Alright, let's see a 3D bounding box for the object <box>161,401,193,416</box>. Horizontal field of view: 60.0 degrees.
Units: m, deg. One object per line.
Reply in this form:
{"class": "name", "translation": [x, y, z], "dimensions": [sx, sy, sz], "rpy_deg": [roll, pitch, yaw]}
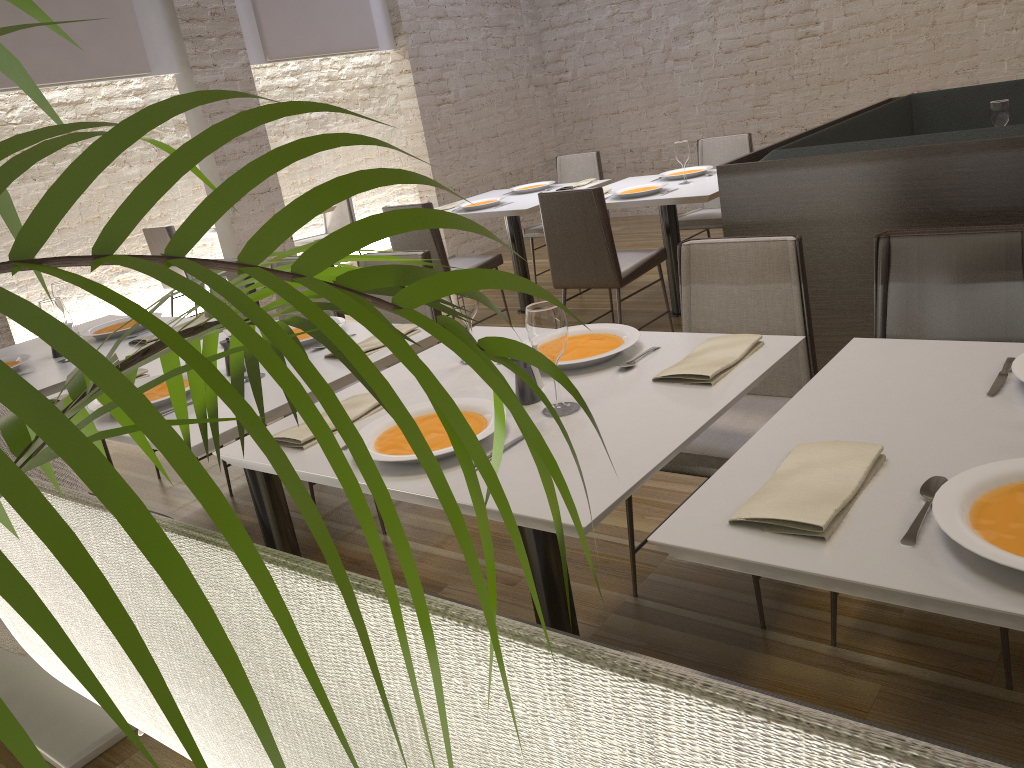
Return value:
{"class": "object", "translation": [-0.882, 0.056, 2.387], "dimensions": [0.017, 0.010, 0.187], "rpy_deg": [4, 23, 38]}

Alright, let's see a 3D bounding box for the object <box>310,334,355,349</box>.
{"class": "object", "translation": [-0.557, -0.136, 2.777], "dimensions": [0.038, 0.015, 0.183], "rpy_deg": [5, 23, 40]}

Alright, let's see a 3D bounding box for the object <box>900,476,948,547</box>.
{"class": "object", "translation": [0.566, 0.172, 1.220], "dimensions": [0.038, 0.015, 0.183], "rpy_deg": [5, 23, 40]}

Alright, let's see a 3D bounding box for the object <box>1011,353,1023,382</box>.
{"class": "object", "translation": [1.031, -0.014, 1.501], "dimensions": [0.321, 0.036, 0.326], "rpy_deg": [-4, 19, 18]}

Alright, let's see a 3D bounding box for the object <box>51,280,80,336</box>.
{"class": "object", "translation": [-1.846, -0.314, 3.694], "dimensions": [0.087, 0.228, 0.087], "rpy_deg": [-16, 17, -18]}

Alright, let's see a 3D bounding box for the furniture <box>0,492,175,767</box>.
{"class": "furniture", "translation": [-1.823, 0.370, 2.654], "dimensions": [2.587, 1.085, 0.714], "rpy_deg": [4, 22, 39]}

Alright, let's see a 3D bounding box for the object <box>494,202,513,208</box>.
{"class": "object", "translation": [-0.051, -1.095, 5.411], "dimensions": [0.017, 0.010, 0.187], "rpy_deg": [4, 23, 38]}

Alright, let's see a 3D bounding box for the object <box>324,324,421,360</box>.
{"class": "object", "translation": [-0.418, -0.126, 2.669], "dimensions": [0.143, 0.032, 0.275], "rpy_deg": [4, 23, 38]}

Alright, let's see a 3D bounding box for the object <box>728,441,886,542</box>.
{"class": "object", "translation": [0.451, 0.153, 1.339], "dimensions": [0.143, 0.032, 0.275], "rpy_deg": [4, 23, 38]}

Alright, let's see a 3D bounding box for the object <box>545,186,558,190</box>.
{"class": "object", "translation": [0.274, -1.286, 5.802], "dimensions": [0.038, 0.015, 0.183], "rpy_deg": [5, 23, 40]}

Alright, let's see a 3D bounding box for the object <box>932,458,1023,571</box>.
{"class": "object", "translation": [0.705, 0.175, 1.110], "dimensions": [0.321, 0.036, 0.326], "rpy_deg": [-4, 19, 18]}

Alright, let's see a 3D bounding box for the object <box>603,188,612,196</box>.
{"class": "object", "translation": [0.441, -1.067, 5.041], "dimensions": [0.143, 0.032, 0.275], "rpy_deg": [4, 23, 38]}

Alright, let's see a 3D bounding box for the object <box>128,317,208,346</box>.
{"class": "object", "translation": [-1.305, -0.199, 3.384], "dimensions": [0.143, 0.032, 0.275], "rpy_deg": [4, 23, 38]}

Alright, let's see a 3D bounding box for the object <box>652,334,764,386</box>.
{"class": "object", "translation": [0.441, -0.056, 1.977], "dimensions": [0.143, 0.032, 0.275], "rpy_deg": [4, 23, 38]}

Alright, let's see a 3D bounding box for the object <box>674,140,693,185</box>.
{"class": "object", "translation": [0.946, -1.222, 4.891], "dimensions": [0.087, 0.228, 0.087], "rpy_deg": [-16, 17, -18]}

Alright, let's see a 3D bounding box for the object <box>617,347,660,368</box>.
{"class": "object", "translation": [0.301, -0.065, 2.085], "dimensions": [0.038, 0.015, 0.183], "rpy_deg": [5, 23, 40]}

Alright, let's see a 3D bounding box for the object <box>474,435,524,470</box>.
{"class": "object", "translation": [-0.023, 0.126, 1.695], "dimensions": [0.017, 0.010, 0.187], "rpy_deg": [4, 23, 38]}

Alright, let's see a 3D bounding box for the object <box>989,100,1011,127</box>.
{"class": "object", "translation": [2.207, -1.162, 4.007], "dimensions": [0.086, 0.228, 0.087], "rpy_deg": [-7, 17, 11]}

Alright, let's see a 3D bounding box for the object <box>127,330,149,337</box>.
{"class": "object", "translation": [-1.444, -0.208, 3.492], "dimensions": [0.038, 0.015, 0.183], "rpy_deg": [5, 23, 40]}

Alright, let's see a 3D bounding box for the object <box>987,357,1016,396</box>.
{"class": "object", "translation": [0.892, -0.014, 1.611], "dimensions": [0.017, 0.010, 0.187], "rpy_deg": [4, 23, 38]}

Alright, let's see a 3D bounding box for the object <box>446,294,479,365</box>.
{"class": "object", "translation": [-0.115, -0.172, 2.299], "dimensions": [0.087, 0.228, 0.087], "rpy_deg": [-16, 17, -18]}

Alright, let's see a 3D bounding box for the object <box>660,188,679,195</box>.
{"class": "object", "translation": [0.837, -1.022, 4.696], "dimensions": [0.017, 0.010, 0.187], "rpy_deg": [4, 23, 38]}

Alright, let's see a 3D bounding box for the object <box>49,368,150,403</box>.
{"class": "object", "translation": [-1.278, 0.011, 2.732], "dimensions": [0.143, 0.032, 0.275], "rpy_deg": [4, 23, 38]}

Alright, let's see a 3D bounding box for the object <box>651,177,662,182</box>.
{"class": "object", "translation": [0.881, -1.234, 5.314], "dimensions": [0.017, 0.010, 0.187], "rpy_deg": [4, 23, 38]}

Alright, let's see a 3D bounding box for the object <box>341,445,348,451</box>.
{"class": "object", "translation": [-0.304, 0.101, 1.921], "dimensions": [0.038, 0.015, 0.183], "rpy_deg": [5, 23, 40]}

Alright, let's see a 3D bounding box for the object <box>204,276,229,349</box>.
{"class": "object", "translation": [-0.969, -0.242, 2.987], "dimensions": [0.087, 0.228, 0.087], "rpy_deg": [-16, 17, -18]}

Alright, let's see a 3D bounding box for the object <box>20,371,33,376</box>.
{"class": "object", "translation": [-1.769, -0.017, 3.102], "dimensions": [0.017, 0.010, 0.187], "rpy_deg": [4, 23, 38]}

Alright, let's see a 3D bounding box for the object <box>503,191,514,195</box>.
{"class": "object", "translation": [-0.006, -1.307, 6.029], "dimensions": [0.017, 0.010, 0.187], "rpy_deg": [4, 23, 38]}

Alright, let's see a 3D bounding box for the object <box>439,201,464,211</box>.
{"class": "object", "translation": [-0.447, -1.140, 5.756], "dimensions": [0.143, 0.032, 0.275], "rpy_deg": [4, 23, 38]}

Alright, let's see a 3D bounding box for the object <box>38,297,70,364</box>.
{"class": "object", "translation": [-1.647, -0.195, 3.223], "dimensions": [0.087, 0.228, 0.087], "rpy_deg": [-16, 17, -18]}

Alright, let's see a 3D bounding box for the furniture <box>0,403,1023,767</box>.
{"class": "furniture", "translation": [1.037, 0.605, 0.348], "dimensions": [4.480, 1.085, 0.716], "rpy_deg": [5, 22, 39]}

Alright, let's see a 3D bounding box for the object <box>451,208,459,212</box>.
{"class": "object", "translation": [-0.331, -1.121, 5.637], "dimensions": [0.038, 0.015, 0.183], "rpy_deg": [5, 23, 40]}

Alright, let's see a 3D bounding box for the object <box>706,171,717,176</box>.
{"class": "object", "translation": [1.161, -1.214, 5.087], "dimensions": [0.038, 0.015, 0.183], "rpy_deg": [5, 23, 40]}

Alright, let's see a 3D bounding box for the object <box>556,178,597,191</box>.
{"class": "object", "translation": [0.414, -1.277, 5.693], "dimensions": [0.143, 0.032, 0.275], "rpy_deg": [4, 23, 38]}

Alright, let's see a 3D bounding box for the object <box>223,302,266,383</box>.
{"class": "object", "translation": [-0.770, -0.123, 2.516], "dimensions": [0.087, 0.228, 0.087], "rpy_deg": [-16, 17, -18]}

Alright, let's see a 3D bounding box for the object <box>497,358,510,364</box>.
{"class": "object", "translation": [0.021, -0.086, 2.313], "dimensions": [0.017, 0.010, 0.187], "rpy_deg": [4, 23, 38]}

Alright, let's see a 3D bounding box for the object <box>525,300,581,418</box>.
{"class": "object", "translation": [0.084, -0.053, 1.828], "dimensions": [0.087, 0.228, 0.087], "rpy_deg": [-16, 17, -18]}

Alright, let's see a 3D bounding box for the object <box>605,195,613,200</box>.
{"class": "object", "translation": [0.556, -1.048, 4.922], "dimensions": [0.038, 0.015, 0.183], "rpy_deg": [5, 23, 40]}

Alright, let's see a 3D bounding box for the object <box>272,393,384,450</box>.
{"class": "object", "translation": [-0.419, 0.082, 2.040], "dimensions": [0.143, 0.032, 0.275], "rpy_deg": [4, 23, 38]}
